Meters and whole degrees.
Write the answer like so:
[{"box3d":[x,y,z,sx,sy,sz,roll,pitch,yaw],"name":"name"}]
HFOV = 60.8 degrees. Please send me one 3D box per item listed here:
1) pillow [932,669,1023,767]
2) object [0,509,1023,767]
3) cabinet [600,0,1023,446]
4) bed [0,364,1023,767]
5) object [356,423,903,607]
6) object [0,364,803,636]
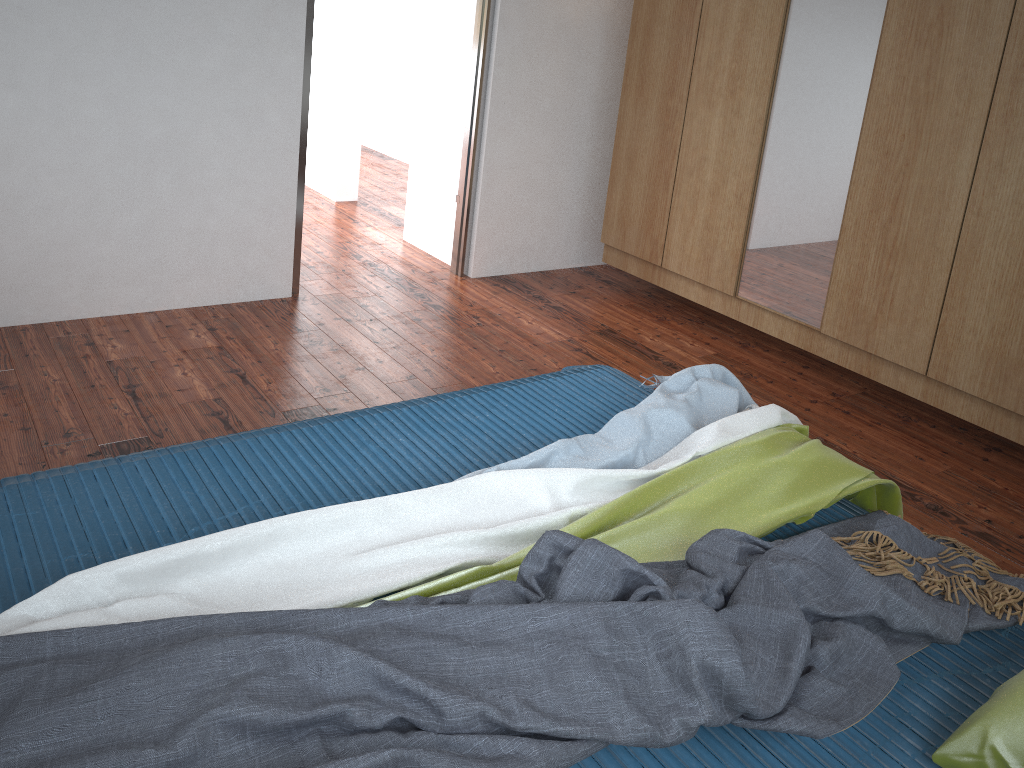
[{"box3d":[0.544,0.561,1.017,1.394,0.209,0.324,-11,27,-36],"name":"pillow"},{"box3d":[0.181,0.449,1.368,2.133,0.388,0.660,-6,24,-27],"name":"object"},{"box3d":[1.440,-1.344,3.515,0.587,2.297,2.295,-4,21,-35],"name":"cabinet"},{"box3d":[0.180,0.415,1.387,2.159,0.734,2.689,-9,27,-33],"name":"bed"},{"box3d":[0.082,0.496,1.603,2.135,0.426,0.510,-13,27,-39],"name":"object"},{"box3d":[-0.094,0.297,1.891,2.187,0.358,0.557,-14,28,-40],"name":"object"}]
